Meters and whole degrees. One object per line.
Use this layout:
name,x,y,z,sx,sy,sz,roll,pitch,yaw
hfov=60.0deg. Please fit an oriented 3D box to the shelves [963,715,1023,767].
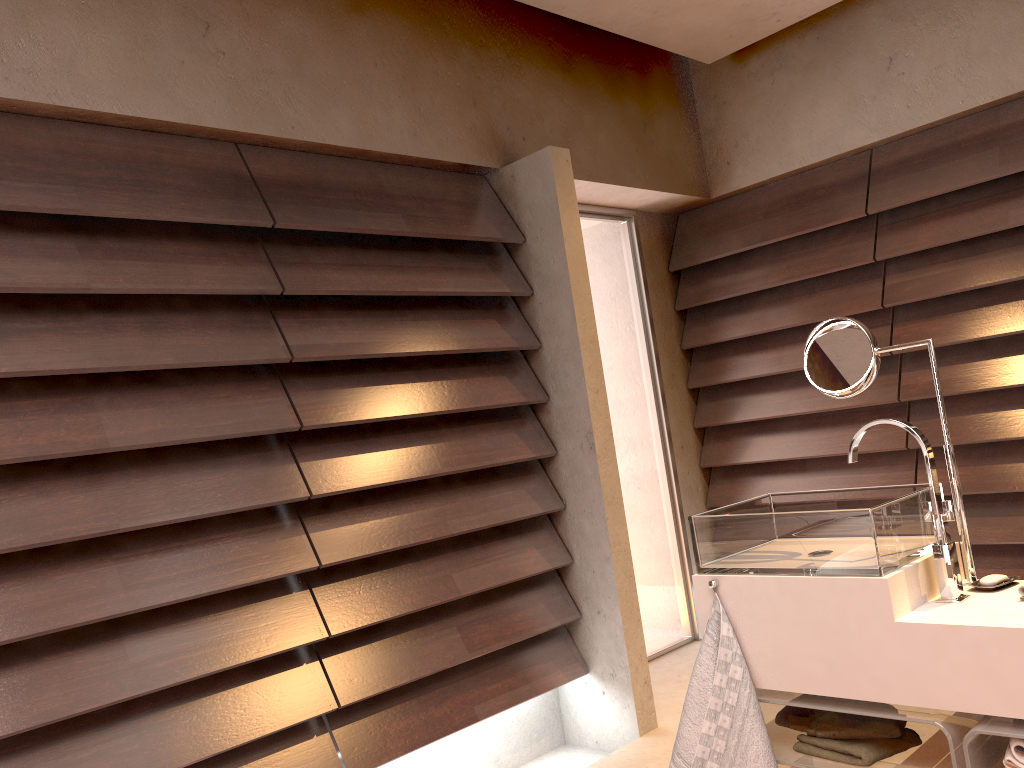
shelves,1.077,0.757,1.446,0.487,0.436,0.368,-12,-5,44

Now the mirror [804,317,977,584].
mirror,0.814,0.131,1.943,0.074,0.589,0.316,-5,-4,-42

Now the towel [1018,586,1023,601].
towel,1.083,0.349,1.476,0.202,0.027,0.394,-7,-4,-24

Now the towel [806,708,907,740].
towel,0.716,0.704,1.851,0.192,0.062,0.192,-10,-4,25

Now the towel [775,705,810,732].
towel,0.700,0.723,1.955,0.196,0.040,0.180,-6,-4,-30

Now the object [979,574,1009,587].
object,0.946,0.385,1.742,0.066,0.016,0.035,-6,-4,-32

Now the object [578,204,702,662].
object,0.335,0.212,3.781,1.007,2.000,0.090,-5,-5,-44

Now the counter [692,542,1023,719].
counter,1.561,0.529,0.955,0.350,0.686,2.931,-5,-5,-44

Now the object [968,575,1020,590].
object,0.947,0.392,1.741,0.108,0.011,0.065,-6,-4,-31

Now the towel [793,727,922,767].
towel,0.699,0.717,1.804,0.198,0.034,0.206,-6,-4,-35

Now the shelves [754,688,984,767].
shelves,0.756,0.827,1.828,0.368,0.436,0.487,-5,-5,-44

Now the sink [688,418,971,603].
sink,0.667,0.265,1.853,0.340,0.357,0.486,-5,-5,-44

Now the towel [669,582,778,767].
towel,0.428,0.710,1.820,0.252,0.598,0.121,-10,-4,30

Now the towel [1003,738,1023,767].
towel,0.951,0.629,1.494,0.221,0.098,0.220,-11,-4,35
